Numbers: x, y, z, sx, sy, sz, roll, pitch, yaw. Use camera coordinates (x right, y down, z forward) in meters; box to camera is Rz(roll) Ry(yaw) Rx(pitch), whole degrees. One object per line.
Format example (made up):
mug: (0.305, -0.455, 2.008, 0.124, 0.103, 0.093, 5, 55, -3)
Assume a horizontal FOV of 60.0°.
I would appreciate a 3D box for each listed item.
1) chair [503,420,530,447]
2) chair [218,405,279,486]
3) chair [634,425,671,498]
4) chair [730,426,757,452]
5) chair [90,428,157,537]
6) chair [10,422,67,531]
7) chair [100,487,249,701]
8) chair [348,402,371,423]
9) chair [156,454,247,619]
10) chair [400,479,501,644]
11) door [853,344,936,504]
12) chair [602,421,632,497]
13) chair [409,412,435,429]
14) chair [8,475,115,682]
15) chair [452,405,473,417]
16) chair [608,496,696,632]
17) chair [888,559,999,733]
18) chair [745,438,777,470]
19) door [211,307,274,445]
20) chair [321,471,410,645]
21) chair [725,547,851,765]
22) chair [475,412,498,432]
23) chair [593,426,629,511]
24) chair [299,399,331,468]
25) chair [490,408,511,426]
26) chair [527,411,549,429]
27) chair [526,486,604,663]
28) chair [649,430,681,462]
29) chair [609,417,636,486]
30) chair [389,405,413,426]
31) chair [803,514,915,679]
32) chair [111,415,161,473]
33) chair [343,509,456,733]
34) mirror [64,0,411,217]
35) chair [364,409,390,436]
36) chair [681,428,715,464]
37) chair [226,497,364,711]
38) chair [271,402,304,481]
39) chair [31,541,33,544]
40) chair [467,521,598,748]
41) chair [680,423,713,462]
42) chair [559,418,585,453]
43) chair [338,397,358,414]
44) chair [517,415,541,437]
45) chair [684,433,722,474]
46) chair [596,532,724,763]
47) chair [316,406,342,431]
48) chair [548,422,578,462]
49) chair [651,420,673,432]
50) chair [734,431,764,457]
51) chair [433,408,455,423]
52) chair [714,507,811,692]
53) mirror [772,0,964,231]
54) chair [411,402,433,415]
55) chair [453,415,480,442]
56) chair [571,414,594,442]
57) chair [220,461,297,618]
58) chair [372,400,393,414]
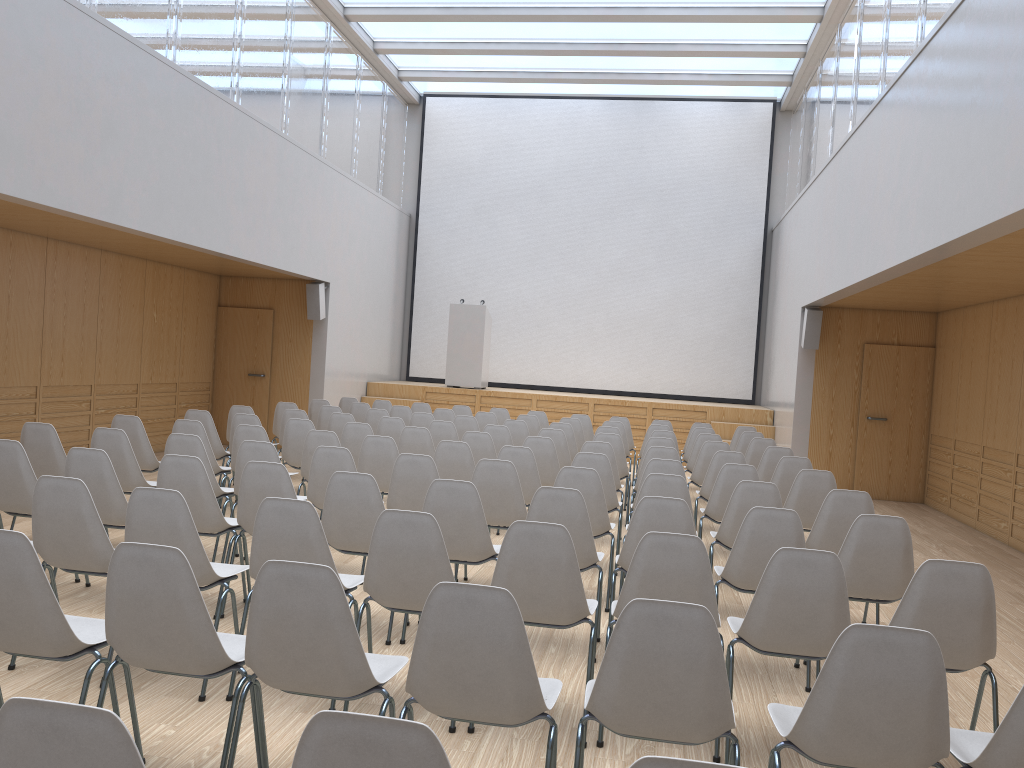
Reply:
chair: (0.048, 0.817, 9.713, 0.479, 0.876, 0.505, 4, 2, 9)
chair: (-2.711, 0.652, 9.188, 0.479, 0.876, 0.505, 4, 2, 9)
chair: (1.716, 0.905, 10.498, 0.479, 0.876, 0.505, 4, 2, 9)
chair: (2.949, 0.963, 11.352, 0.479, 0.876, 0.505, 4, 2, 9)
chair: (-2.677, 0.728, 6.185, 0.479, 0.876, 0.505, 4, 2, 9)
chair: (-3.185, 0.694, 6.247, 0.479, 0.876, 0.505, 4, 2, 9)
chair: (-1.452, 0.863, 3.920, 0.479, 0.876, 0.505, 4, 2, 9)
chair: (-1.843, 0.660, 11.114, 0.479, 0.876, 0.505, 4, 2, 9)
chair: (-1.762, 0.816, 5.024, 0.479, 0.876, 0.505, 4, 2, 9)
chair: (-0.284, 0.918, 4.744, 0.479, 0.876, 0.505, 4, 2, 9)
door: (4.975, 0.515, 11.528, 0.873, 2.024, 0.108, 4, 2, 9)
chair: (1.199, 0.869, 10.622, 0.479, 0.876, 0.505, 4, 2, 9)
chair: (-0.961, 0.746, 9.939, 0.479, 0.876, 0.505, 4, 2, 9)
chair: (-1.919, 0.830, 4.055, 0.479, 0.876, 0.505, 4, 2, 9)
chair: (-0.651, 0.717, 11.934, 0.479, 0.876, 0.505, 4, 2, 9)
chair: (0.761, 0.989, 4.616, 0.479, 0.876, 0.505, 4, 2, 9)
chair: (1.617, 1.072, 3.465, 0.479, 0.876, 0.505, 4, 2, 9)
chair: (2.602, 0.990, 9.383, 0.479, 0.876, 0.505, 4, 2, 9)
door: (-3.974, -0.099, 12.975, 0.873, 2.024, 0.108, 4, 2, 9)
chair: (-0.798, 0.884, 4.785, 0.479, 0.876, 0.505, 4, 2, 9)
chair: (1.096, 1.038, 3.508, 0.479, 0.876, 0.505, 4, 2, 9)
chair: (-0.300, 0.767, 10.824, 0.479, 0.876, 0.505, 4, 2, 9)
chair: (1.029, 0.883, 9.596, 0.479, 0.876, 0.505, 4, 2, 9)
chair: (-2.360, 0.624, 11.226, 0.479, 0.876, 0.505, 4, 2, 9)
chair: (-0.154, 0.750, 11.882, 0.479, 0.876, 0.505, 4, 2, 9)
chair: (0.336, 0.785, 11.755, 0.479, 0.876, 0.505, 4, 2, 9)
chair: (0.251, 0.953, 4.717, 0.479, 0.876, 0.505, 4, 2, 9)
chair: (1.602, 0.921, 9.544, 0.479, 0.876, 0.505, 4, 2, 9)
chair: (1.390, 0.856, 11.623, 0.479, 0.876, 0.505, 4, 2, 9)
chair: (-1.330, 0.696, 10.990, 0.479, 0.876, 0.505, 4, 2, 9)
chair: (1.775, 1.058, 4.480, 0.479, 0.876, 0.505, 4, 2, 9)
chair: (-3.026, 0.679, 7.254, 0.479, 0.876, 0.505, 4, 2, 9)
chair: (-0.400, 0.935, 3.771, 0.479, 0.876, 0.505, 4, 2, 9)
mirror: (-3.383, -4.040, 7.758, 0.253, 2.090, 17.826, 4, 1, 9)
chair: (-1.475, 0.710, 10.070, 0.479, 0.876, 0.505, 4, 2, 9)
chair: (2.228, 0.939, 10.474, 0.479, 0.876, 0.505, 4, 2, 9)
chair: (-0.902, 0.900, 3.872, 0.479, 0.876, 0.505, 4, 2, 9)
chair: (-2.519, 0.638, 10.229, 0.479, 0.876, 0.505, 4, 2, 9)
chair: (-2.476, 0.792, 4.127, 0.479, 0.876, 0.505, 4, 2, 9)
chair: (0.118, 0.970, 3.707, 0.479, 0.876, 0.505, 4, 2, 9)
chair: (2.418, 0.926, 11.466, 0.479, 0.876, 0.505, 4, 2, 9)
chair: (0.703, 0.834, 10.731, 0.479, 0.876, 0.505, 4, 2, 9)
chair: (-2.178, 0.612, 12.181, 0.479, 0.876, 0.505, 4, 2, 9)
chair: (0.200, 0.800, 10.784, 0.479, 0.876, 0.505, 4, 2, 9)
chair: (2.072, 0.953, 9.497, 0.479, 0.876, 0.505, 4, 2, 9)
chair: (0.630, 1.004, 3.653, 0.479, 0.876, 0.505, 4, 2, 9)
chair: (-1.996, 0.676, 10.085, 0.479, 0.876, 0.505, 4, 2, 9)
chair: (0.535, 0.848, 9.735, 0.479, 0.876, 0.505, 4, 2, 9)
chair: (1.916, 0.893, 11.519, 0.479, 0.876, 0.505, 4, 2, 9)
chair: (2.749, 0.976, 10.331, 0.479, 0.876, 0.505, 4, 2, 9)
chair: (-0.807, 0.731, 10.965, 0.479, 0.876, 0.505, 4, 2, 9)
chair: (1.265, 1.024, 4.494, 0.479, 0.876, 0.505, 4, 2, 9)
mirror: (3.306, -3.581, 6.676, 0.253, 2.090, 17.826, 4, 1, 9)
chair: (-1.189, 0.681, 11.980, 0.479, 0.876, 0.505, 4, 2, 9)
chair: (-0.491, 0.778, 9.883, 0.479, 0.876, 0.505, 4, 2, 9)
chair: (0.893, 0.824, 11.644, 0.479, 0.876, 0.505, 4, 2, 9)
chair: (-1.298, 0.847, 4.977, 0.479, 0.876, 0.505, 4, 2, 9)
chair: (-1.705, 0.647, 12.022, 0.479, 0.876, 0.505, 4, 2, 9)
